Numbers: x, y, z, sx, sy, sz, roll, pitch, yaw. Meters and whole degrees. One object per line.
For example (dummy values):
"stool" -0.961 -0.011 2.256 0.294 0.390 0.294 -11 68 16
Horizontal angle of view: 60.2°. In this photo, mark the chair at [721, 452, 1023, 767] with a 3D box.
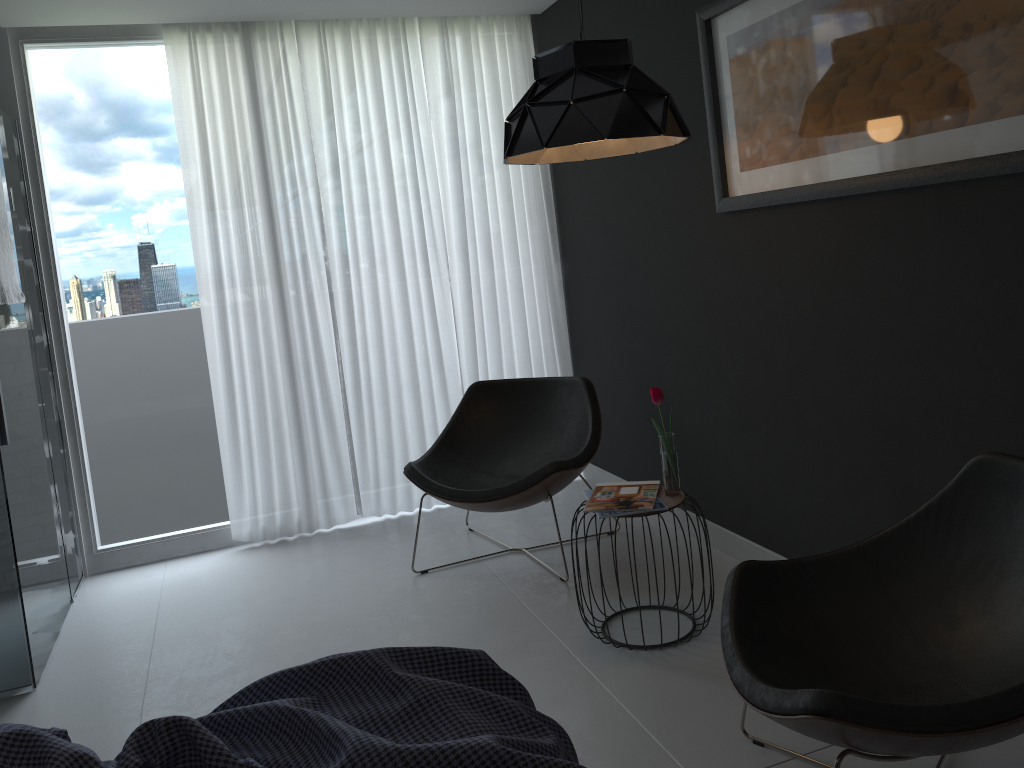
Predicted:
"chair" 0.864 0.572 1.860 0.813 0.687 0.796 -6 7 3

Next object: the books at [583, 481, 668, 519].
"books" -2.593 1.275 0.396 8.307 0.370 0.405 -14 10 -39

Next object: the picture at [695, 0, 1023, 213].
"picture" 1.022 -0.869 2.255 0.041 0.717 1.958 -8 8 -18

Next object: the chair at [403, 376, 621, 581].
"chair" -0.004 0.372 3.779 0.787 0.687 0.822 -3 7 24

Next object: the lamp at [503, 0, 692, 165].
"lamp" 0.212 -1.183 2.771 0.583 0.898 0.612 -6 5 0

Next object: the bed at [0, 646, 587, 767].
"bed" -1.035 0.295 0.635 2.617 2.031 2.569 -9 7 -18

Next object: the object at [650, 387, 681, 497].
"object" 0.497 0.188 2.864 0.066 0.353 0.077 -6 4 14

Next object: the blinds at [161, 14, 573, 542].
"blinds" -0.624 -0.686 4.449 1.859 2.683 0.137 -8 4 -18

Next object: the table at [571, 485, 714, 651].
"table" 0.425 0.590 2.898 0.454 0.433 0.450 -12 8 -40
